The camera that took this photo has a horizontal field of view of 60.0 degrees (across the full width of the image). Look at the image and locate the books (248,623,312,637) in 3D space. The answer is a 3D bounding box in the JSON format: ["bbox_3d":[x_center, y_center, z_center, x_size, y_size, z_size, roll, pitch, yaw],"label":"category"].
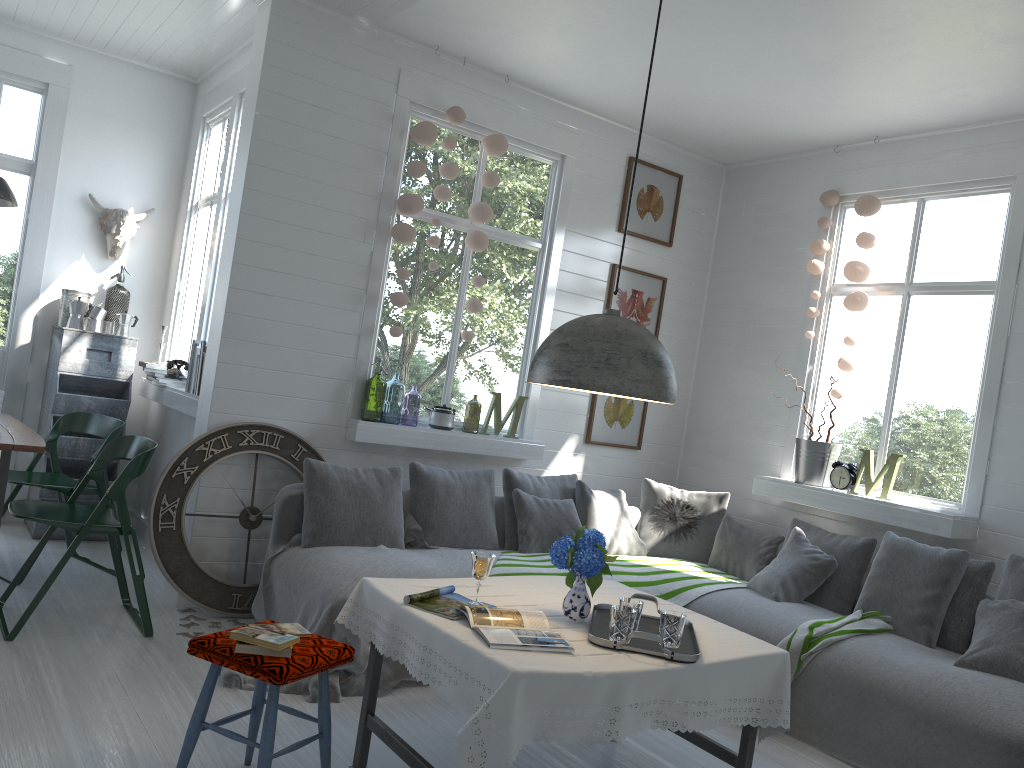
[{"bbox_3d":[-0.835,0.887,3.191,0.189,0.012,0.133,9,-1,-36],"label":"books"}]

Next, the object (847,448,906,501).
[{"bbox_3d":[2.390,0.596,5.822,0.052,0.311,0.330,8,0,-44],"label":"object"}]

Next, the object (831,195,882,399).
[{"bbox_3d":[2.356,-0.600,6.109,0.196,1.426,0.200,9,0,6],"label":"object"}]

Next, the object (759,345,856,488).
[{"bbox_3d":[1.955,0.209,5.953,0.634,0.936,0.848,9,0,13],"label":"object"}]

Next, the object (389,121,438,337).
[{"bbox_3d":[-0.673,-0.997,5.729,0.197,1.404,0.194,9,0,16],"label":"object"}]

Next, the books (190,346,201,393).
[{"bbox_3d":[-1.986,-0.078,5.808,0.199,0.315,0.025,9,0,-34],"label":"books"}]

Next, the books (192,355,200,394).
[{"bbox_3d":[-1.981,-0.051,5.740,0.137,0.262,0.056,9,0,-34],"label":"books"}]

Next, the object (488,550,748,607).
[{"bbox_3d":[0.179,1.315,5.385,3.168,0.473,1.042,9,-1,-34],"label":"object"}]

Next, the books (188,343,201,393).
[{"bbox_3d":[-2.007,-0.090,5.831,0.187,0.333,0.060,9,0,-34],"label":"books"}]

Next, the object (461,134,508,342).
[{"bbox_3d":[-0.222,-0.997,6.037,0.200,1.426,0.196,9,0,-24],"label":"object"}]

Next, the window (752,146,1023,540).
[{"bbox_3d":[2.473,-0.317,5.869,0.379,2.398,1.480,8,0,-34],"label":"window"}]

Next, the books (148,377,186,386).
[{"bbox_3d":[-2.464,-0.017,6.394,0.232,0.017,0.306,9,-1,-36],"label":"books"}]

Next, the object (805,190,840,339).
[{"bbox_3d":[2.225,-0.868,6.444,0.152,1.089,0.150,9,0,31],"label":"object"}]

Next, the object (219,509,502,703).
[{"bbox_3d":[-0.759,1.098,4.855,1.212,0.924,1.685,9,0,7],"label":"object"}]

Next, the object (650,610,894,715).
[{"bbox_3d":[1.548,1.421,4.870,1.581,0.833,0.622,9,0,-10],"label":"object"}]

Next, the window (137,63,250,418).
[{"bbox_3d":[-2.115,-1.017,6.199,0.254,2.398,1.870,8,0,-34],"label":"window"}]

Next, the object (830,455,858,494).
[{"bbox_3d":[2.199,0.596,5.876,0.075,0.250,0.182,9,0,-34],"label":"object"}]

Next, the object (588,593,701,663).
[{"bbox_3d":[0.497,0.902,3.339,0.398,0.092,0.651,9,-1,8],"label":"object"}]

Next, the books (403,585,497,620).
[{"bbox_3d":[-0.225,0.812,3.307,0.228,0.043,0.300,8,-1,30],"label":"books"}]

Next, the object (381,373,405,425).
[{"bbox_3d":[-0.779,0.094,5.797,0.138,0.335,0.137,9,0,-27],"label":"object"}]

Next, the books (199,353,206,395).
[{"bbox_3d":[-1.889,-0.048,5.642,0.167,0.283,0.061,9,0,-34],"label":"books"}]

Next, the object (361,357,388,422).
[{"bbox_3d":[-0.876,0.034,5.704,0.136,0.415,0.136,8,0,-37],"label":"object"}]

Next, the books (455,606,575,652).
[{"bbox_3d":[0.002,0.839,3.099,0.300,0.049,0.422,9,-1,-19],"label":"books"}]

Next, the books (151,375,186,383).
[{"bbox_3d":[-2.453,-0.032,6.396,0.250,0.014,0.310,9,-1,-28],"label":"books"}]

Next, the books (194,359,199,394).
[{"bbox_3d":[-1.969,-0.038,5.713,0.122,0.240,0.054,9,0,-34],"label":"books"}]

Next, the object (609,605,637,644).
[{"bbox_3d":[0.392,0.861,3.171,0.096,0.119,0.095,9,0,-10],"label":"object"}]

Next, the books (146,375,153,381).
[{"bbox_3d":[-2.608,-0.030,6.698,0.237,0.040,0.320,9,-1,-32],"label":"books"}]

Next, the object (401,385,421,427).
[{"bbox_3d":[-0.665,0.145,5.872,0.111,0.270,0.111,9,0,-16],"label":"object"}]

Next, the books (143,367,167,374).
[{"bbox_3d":[-2.634,-0.097,6.673,0.262,0.028,0.320,9,-1,-24],"label":"books"}]

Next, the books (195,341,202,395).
[{"bbox_3d":[-1.925,-0.089,5.718,0.194,0.355,0.049,9,0,-34],"label":"books"}]

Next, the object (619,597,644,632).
[{"bbox_3d":[0.439,0.870,3.326,0.095,0.119,0.096,9,0,40],"label":"object"}]

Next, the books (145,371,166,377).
[{"bbox_3d":[-2.615,-0.065,6.701,0.237,0.028,0.299,9,-1,-36],"label":"books"}]

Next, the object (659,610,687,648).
[{"bbox_3d":[0.577,0.889,3.213,0.096,0.119,0.095,9,0,-10],"label":"object"}]

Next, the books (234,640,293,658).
[{"bbox_3d":[-0.831,0.876,2.979,0.182,0.030,0.128,9,-1,-12],"label":"books"}]

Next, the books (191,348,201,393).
[{"bbox_3d":[-1.974,-0.071,5.791,0.195,0.305,0.040,9,0,-34],"label":"books"}]

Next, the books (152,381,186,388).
[{"bbox_3d":[-2.464,0.000,6.389,0.232,0.017,0.313,9,-1,-19],"label":"books"}]

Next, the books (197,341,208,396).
[{"bbox_3d":[-1.891,-0.085,5.677,0.204,0.354,0.063,9,0,-34],"label":"books"}]

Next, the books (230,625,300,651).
[{"bbox_3d":[-0.830,0.850,2.982,0.189,0.022,0.133,9,-1,17],"label":"books"}]

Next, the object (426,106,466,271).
[{"bbox_3d":[-0.442,-1.284,5.854,0.150,1.089,0.153,9,0,1],"label":"object"}]

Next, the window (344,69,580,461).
[{"bbox_3d":[-0.270,-0.736,6.078,1.484,2.398,0.253,9,0,-34],"label":"window"}]

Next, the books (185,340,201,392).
[{"bbox_3d":[-2.038,-0.103,5.884,0.195,0.351,0.065,9,0,-34],"label":"books"}]

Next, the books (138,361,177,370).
[{"bbox_3d":[-2.656,-0.130,6.668,0.236,0.035,0.296,9,-1,-32],"label":"books"}]

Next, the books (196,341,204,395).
[{"bbox_3d":[-1.910,-0.086,5.700,0.195,0.352,0.070,9,0,-34],"label":"books"}]
